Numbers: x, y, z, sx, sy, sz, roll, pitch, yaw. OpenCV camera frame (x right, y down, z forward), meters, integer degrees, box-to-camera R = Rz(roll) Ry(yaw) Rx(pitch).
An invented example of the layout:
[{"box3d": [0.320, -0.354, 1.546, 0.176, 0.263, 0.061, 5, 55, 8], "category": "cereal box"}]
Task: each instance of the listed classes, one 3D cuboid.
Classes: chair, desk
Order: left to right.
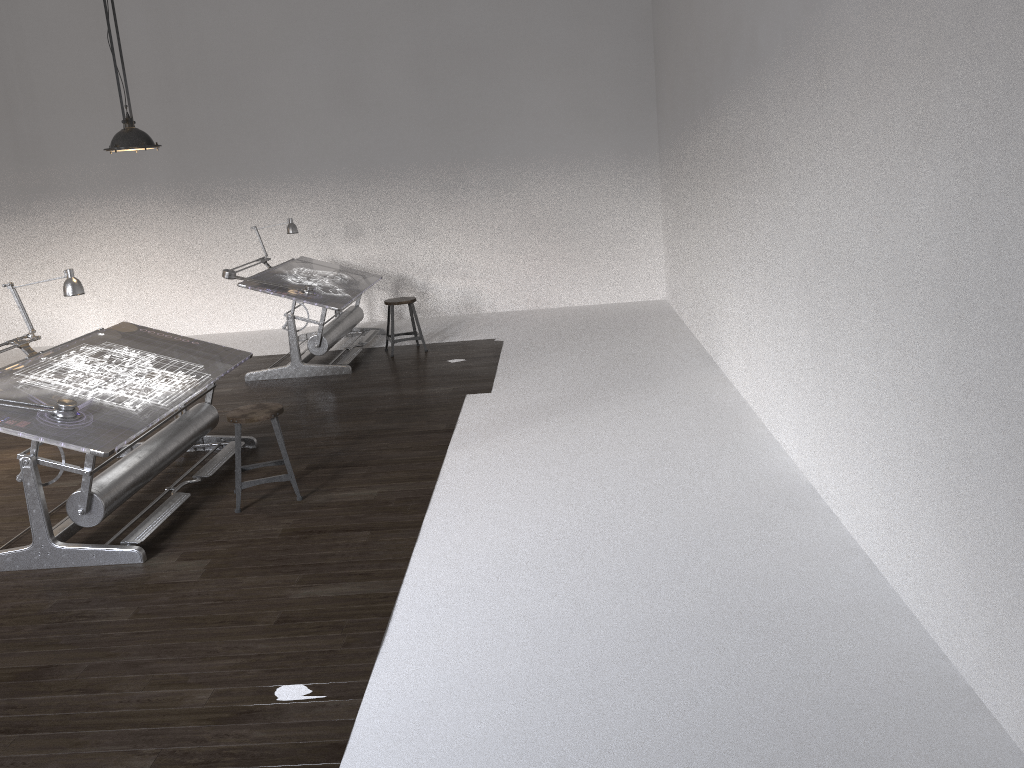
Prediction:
[{"box3d": [-2.361, 0.026, 5.102, 1.076, 1.372, 2.092, -4, 14, 3], "category": "desk"}, {"box3d": [-1.435, 0.403, 5.067, 0.372, 0.522, 0.361, -9, 13, -18], "category": "chair"}, {"box3d": [-1.997, -0.946, 8.728, 1.076, 1.372, 2.092, -4, 14, 3], "category": "desk"}, {"box3d": [-1.070, -0.571, 8.698, 0.372, 0.522, 0.361, -9, 13, -18], "category": "chair"}]

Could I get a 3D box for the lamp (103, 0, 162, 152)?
[{"box3d": [-2.263, -2.428, 4.844, 0.313, 2.229, 0.313, -8, 12, -16], "category": "lamp"}]
